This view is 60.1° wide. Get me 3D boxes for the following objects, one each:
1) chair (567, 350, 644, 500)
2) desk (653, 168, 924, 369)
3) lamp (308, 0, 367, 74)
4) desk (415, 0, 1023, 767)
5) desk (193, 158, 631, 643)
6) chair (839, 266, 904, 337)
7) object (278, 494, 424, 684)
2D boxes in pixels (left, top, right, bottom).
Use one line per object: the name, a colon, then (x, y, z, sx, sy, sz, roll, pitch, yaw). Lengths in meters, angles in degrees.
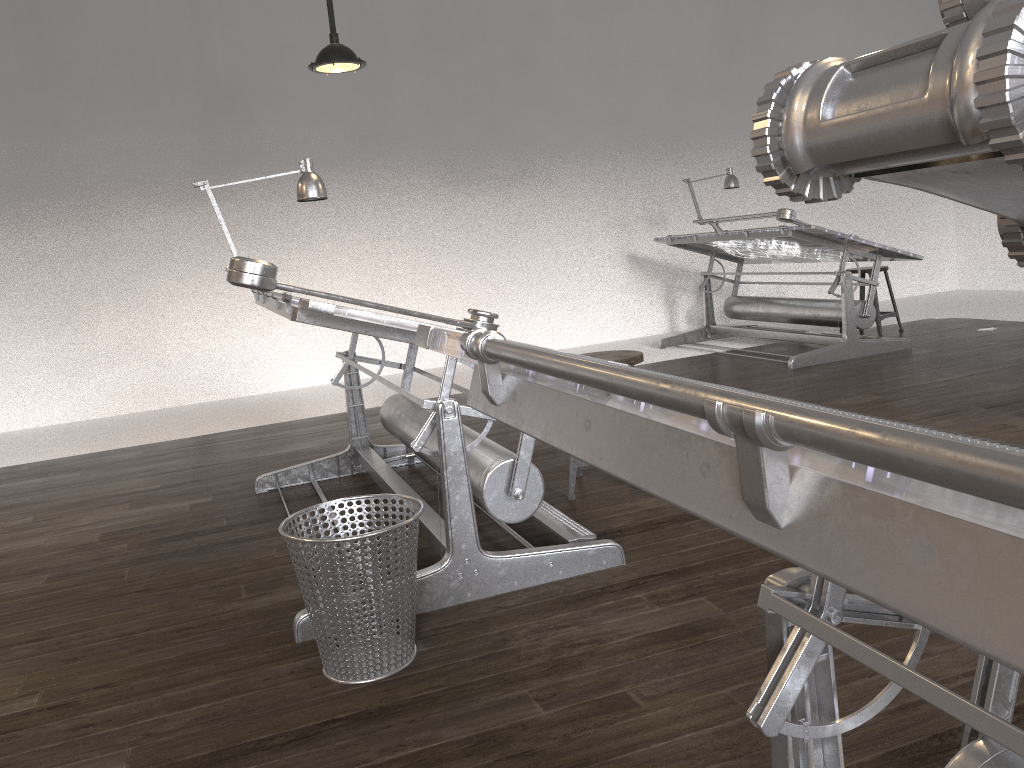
chair: (0.385, 0.151, 3.503, 0.358, 0.525, 0.374, -5, 7, 10)
desk: (1.864, -0.941, 6.615, 1.079, 1.378, 2.077, -8, 8, -18)
lamp: (-1.048, -2.796, 4.611, 0.314, 2.240, 0.311, -11, 8, -39)
desk: (0.600, 0.230, 0.099, 1.079, 1.378, 2.289, -8, 9, -18)
desk: (-0.517, -0.155, 3.252, 1.079, 1.378, 2.077, -8, 8, -18)
chair: (2.774, -0.639, 6.887, 0.373, 0.525, 0.358, -12, 9, -40)
object: (-0.373, 0.507, 2.197, 0.353, 0.376, 0.355, -6, 7, 3)
